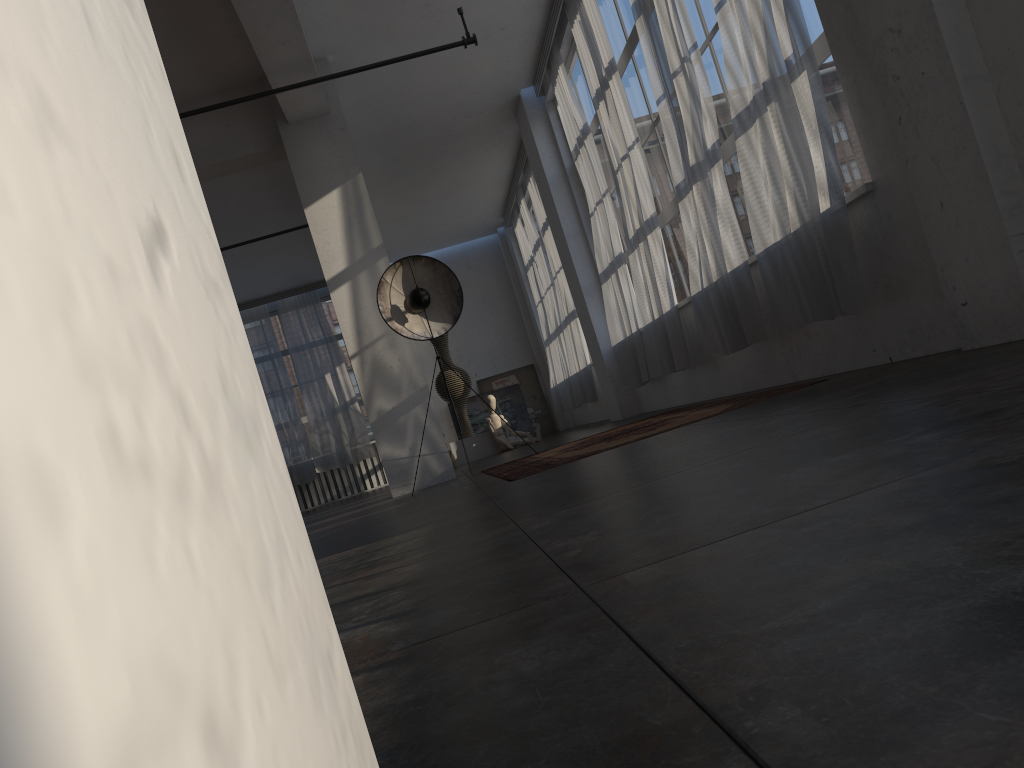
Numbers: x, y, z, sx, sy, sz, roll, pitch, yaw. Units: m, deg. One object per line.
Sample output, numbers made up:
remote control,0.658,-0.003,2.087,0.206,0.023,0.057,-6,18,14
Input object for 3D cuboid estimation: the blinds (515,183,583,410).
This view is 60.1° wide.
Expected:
blinds,0.528,-1.403,13.808,0.316,3.711,1.021,-17,-1,-7

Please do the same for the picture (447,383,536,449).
picture,-0.379,0.695,16.655,1.439,1.141,0.303,-17,-1,-9

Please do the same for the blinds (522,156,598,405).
blinds,0.622,-1.504,12.478,0.362,3.672,1.028,-17,-1,-7

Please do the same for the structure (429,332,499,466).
structure,-0.880,0.082,13.766,0.679,2.325,0.747,-17,-1,-6

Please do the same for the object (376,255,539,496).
object,-0.605,-0.142,7.518,1.060,1.918,1.176,-17,-2,-6

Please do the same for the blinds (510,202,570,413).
blinds,0.423,-1.314,14.987,0.341,3.695,1.030,-17,-1,-9

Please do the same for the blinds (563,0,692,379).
blinds,0.957,-1.868,7.750,0.362,3.672,1.028,-17,-1,-7

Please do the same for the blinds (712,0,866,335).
blinds,1.185,-2.124,4.708,0.344,3.748,1.024,-17,-1,-8

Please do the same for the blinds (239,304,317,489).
blinds,-4.282,0.172,15.945,0.695,3.557,0.873,-17,-1,-7

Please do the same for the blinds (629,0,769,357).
blinds,1.076,-2.009,6.064,0.341,3.695,1.030,-17,-1,-9

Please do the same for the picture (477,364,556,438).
picture,0.082,0.425,16.827,1.152,1.385,0.252,-17,-1,-7

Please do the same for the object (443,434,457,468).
object,-0.970,1.011,12.837,0.237,0.600,0.223,-18,-1,21

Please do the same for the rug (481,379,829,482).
rug,0.723,0.359,6.171,1.823,0.009,3.119,-17,-3,-7

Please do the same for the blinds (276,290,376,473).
blinds,-3.423,-0.137,15.925,1.061,3.499,0.996,-17,-1,-6

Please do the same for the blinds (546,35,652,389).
blinds,0.869,-1.760,9.242,0.316,3.711,1.021,-17,-1,-7
